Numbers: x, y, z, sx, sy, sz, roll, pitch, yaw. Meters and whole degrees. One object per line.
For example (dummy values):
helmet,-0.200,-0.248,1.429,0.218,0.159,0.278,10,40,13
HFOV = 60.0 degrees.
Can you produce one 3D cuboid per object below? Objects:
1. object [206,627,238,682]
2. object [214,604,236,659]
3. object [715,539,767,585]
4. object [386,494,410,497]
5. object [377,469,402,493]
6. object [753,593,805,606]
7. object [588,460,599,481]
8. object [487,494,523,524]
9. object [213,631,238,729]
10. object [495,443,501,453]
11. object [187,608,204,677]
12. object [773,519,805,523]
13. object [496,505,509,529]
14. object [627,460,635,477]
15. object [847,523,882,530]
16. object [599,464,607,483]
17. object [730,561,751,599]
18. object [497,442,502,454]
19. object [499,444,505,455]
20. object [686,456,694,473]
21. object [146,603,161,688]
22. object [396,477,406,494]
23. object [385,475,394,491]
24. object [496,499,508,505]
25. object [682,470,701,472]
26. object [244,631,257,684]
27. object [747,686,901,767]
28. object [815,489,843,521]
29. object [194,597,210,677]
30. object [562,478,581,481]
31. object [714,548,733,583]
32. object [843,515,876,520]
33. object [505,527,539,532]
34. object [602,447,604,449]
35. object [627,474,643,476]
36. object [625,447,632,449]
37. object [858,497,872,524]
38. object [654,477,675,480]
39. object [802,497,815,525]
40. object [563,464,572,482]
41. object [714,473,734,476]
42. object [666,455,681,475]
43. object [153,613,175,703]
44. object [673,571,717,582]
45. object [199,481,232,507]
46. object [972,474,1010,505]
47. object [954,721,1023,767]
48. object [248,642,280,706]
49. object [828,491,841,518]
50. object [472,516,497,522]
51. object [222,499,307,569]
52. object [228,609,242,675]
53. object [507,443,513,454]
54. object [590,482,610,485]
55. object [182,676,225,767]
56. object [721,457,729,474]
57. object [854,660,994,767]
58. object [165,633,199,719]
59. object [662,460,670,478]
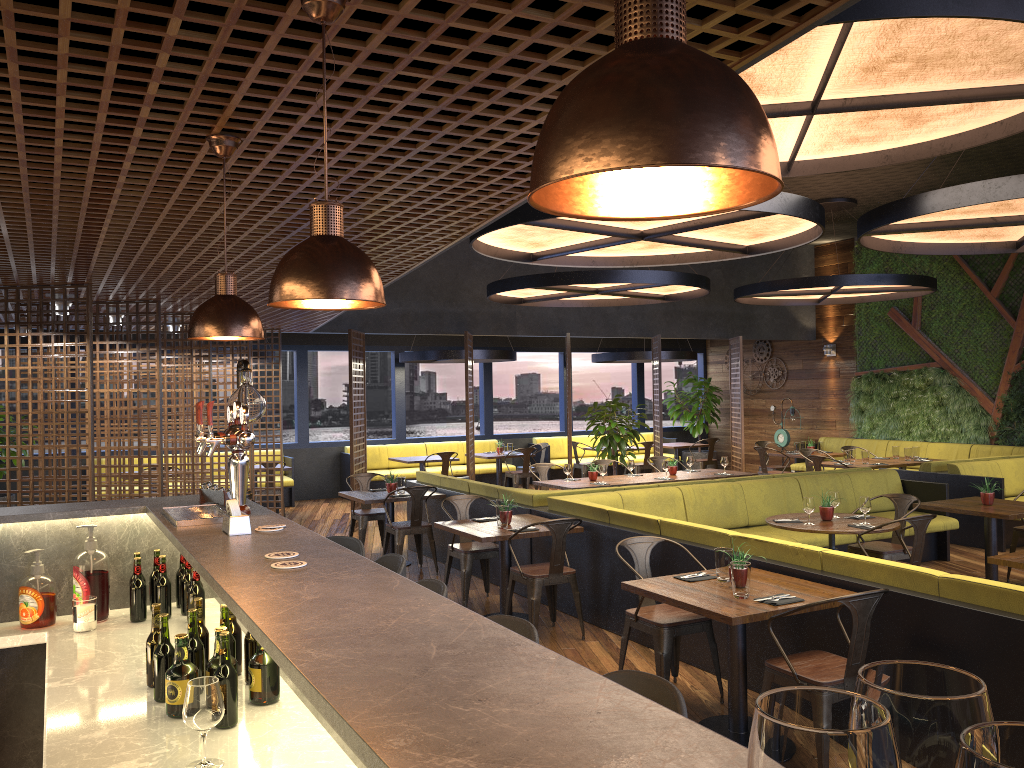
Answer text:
object,-0.841,0.819,2.569,0.088,0.224,0.088,-1,0,2
object,-0.883,0.806,2.728,0.063,0.254,0.063,-1,0,-25
object,1.213,0.957,4.750,0.238,0.271,0.260,-1,0,-6
object,-1.187,1.158,9.241,0.255,0.019,0.157,-1,0,-28
object,-1.285,1.036,9.537,0.260,0.271,0.238,-1,0,-26
object,1.325,1.079,4.453,0.255,0.019,0.157,-1,0,-28
object,0.946,1.005,10.440,0.238,0.271,0.260,-1,0,-6
object,-0.042,0.997,7.167,0.260,0.271,0.238,-1,0,-26
object,-0.779,0.802,2.409,0.063,0.254,0.063,-1,-1,-40
object,-0.245,1.109,15.349,0.102,0.178,0.102,-1,-1,-42
object,-0.963,0.807,2.676,0.063,0.254,0.063,-1,0,0
object,2.216,1.087,7.062,0.255,0.019,0.157,-1,0,5
object,-0.074,1.042,6.932,0.102,0.178,0.102,-1,-1,-42
object,1.457,1.034,10.848,0.097,0.206,0.097,-1,0,18
object,2.663,1.076,6.740,0.157,0.019,0.255,-1,0,-21
object,1.051,1.037,10.252,0.097,0.206,0.097,-1,0,18
object,1.170,1.002,4.530,0.102,0.178,0.102,-1,0,8
object,-0.198,1.060,15.180,0.238,0.271,0.260,-1,0,-6
object,-0.168,1.105,14.998,0.102,0.178,0.102,-1,-1,-42
object,2.262,1.024,11.270,0.097,0.206,0.097,-1,0,18
object,-1.103,0.810,2.755,0.063,0.254,0.063,-1,0,14
object,-1.180,1.080,9.425,0.102,0.178,0.102,-1,0,-22
object,-1.338,1.085,9.705,0.102,0.178,0.102,-1,0,-12
object,-0.079,1.045,7.308,0.102,0.178,0.102,-1,-1,-42
object,2.328,1.118,11.431,0.157,0.019,0.255,-1,0,-27
object,-0.804,0.805,2.770,0.063,0.254,0.063,-1,-1,34
object,0.224,0.336,0.636,0.105,0.209,0.105,-1,0,7
object,2.508,0.952,7.080,0.238,0.271,0.260,-1,0,-6
object,-0.996,0.809,2.821,0.063,0.254,0.063,-1,-1,34
object,0.719,1.139,10.587,0.157,0.019,0.255,-1,0,-27
object,1.175,1.005,4.917,0.102,0.178,0.102,-1,-1,-42
object,2.803,1.078,7.194,0.255,0.019,0.157,-1,0,-25
object,0.071,1.119,6.844,0.255,0.019,0.157,-1,0,-28
object,1.623,1.162,16.159,0.157,0.019,0.255,-1,0,-28
object,1.523,1.128,11.009,0.157,0.019,0.255,-1,0,-27
object,2.059,1.154,15.986,0.255,0.019,0.157,-1,0,-28
object,2.743,0.982,6.895,0.097,0.206,0.097,-1,0,-3
object,1.793,1.120,10.512,0.157,0.019,0.255,-1,0,-27
object,2.317,0.990,6.922,0.097,0.206,0.097,-1,0,14
object,0.653,1.045,10.425,0.097,0.206,0.097,-1,0,18
object,2.597,1.109,10.934,0.157,0.019,0.255,-1,0,-27
object,1.986,0.991,10.986,0.238,0.271,0.260,-1,0,-6
object,-1.028,0.808,2.624,0.063,0.254,0.063,-1,0,25
object,1.058,1.088,5.033,0.255,0.019,0.157,-1,0,-28
object,-1.177,0.441,3.586,0.177,0.091,0.091,-1,-1,37
object,4.198,0.929,7.808,0.260,0.271,0.238,-1,0,8
object,0.335,0.333,0.558,0.105,0.209,0.105,-1,0,7
object,-0.726,0.817,2.596,0.088,0.224,0.088,-1,-1,-33
object,2.642,0.987,7.266,0.097,0.206,0.097,-1,0,11
object,-0.197,1.128,7.424,0.255,0.019,0.157,-1,0,-28
object,-0.685,0.418,2.604,0.200,0.106,0.766,-1,0,-28
object,-0.902,0.807,2.851,0.063,0.254,0.063,-1,-1,-31
object,-0.033,1.104,15.178,0.102,0.178,0.102,-1,-1,-42
object,0.988,1.131,10.089,0.157,0.019,0.255,-1,0,-27
object,-0.747,0.823,2.149,0.097,0.206,0.097,-1,0,4
object,2.660,1.016,11.097,0.097,0.206,0.097,-1,0,18
object,0.322,0.335,0.695,0.105,0.209,0.105,-1,0,7
object,-0.932,0.820,2.503,0.088,0.224,0.088,-1,0,17
object,1.856,1.026,10.674,0.097,0.206,0.097,-1,0,18
